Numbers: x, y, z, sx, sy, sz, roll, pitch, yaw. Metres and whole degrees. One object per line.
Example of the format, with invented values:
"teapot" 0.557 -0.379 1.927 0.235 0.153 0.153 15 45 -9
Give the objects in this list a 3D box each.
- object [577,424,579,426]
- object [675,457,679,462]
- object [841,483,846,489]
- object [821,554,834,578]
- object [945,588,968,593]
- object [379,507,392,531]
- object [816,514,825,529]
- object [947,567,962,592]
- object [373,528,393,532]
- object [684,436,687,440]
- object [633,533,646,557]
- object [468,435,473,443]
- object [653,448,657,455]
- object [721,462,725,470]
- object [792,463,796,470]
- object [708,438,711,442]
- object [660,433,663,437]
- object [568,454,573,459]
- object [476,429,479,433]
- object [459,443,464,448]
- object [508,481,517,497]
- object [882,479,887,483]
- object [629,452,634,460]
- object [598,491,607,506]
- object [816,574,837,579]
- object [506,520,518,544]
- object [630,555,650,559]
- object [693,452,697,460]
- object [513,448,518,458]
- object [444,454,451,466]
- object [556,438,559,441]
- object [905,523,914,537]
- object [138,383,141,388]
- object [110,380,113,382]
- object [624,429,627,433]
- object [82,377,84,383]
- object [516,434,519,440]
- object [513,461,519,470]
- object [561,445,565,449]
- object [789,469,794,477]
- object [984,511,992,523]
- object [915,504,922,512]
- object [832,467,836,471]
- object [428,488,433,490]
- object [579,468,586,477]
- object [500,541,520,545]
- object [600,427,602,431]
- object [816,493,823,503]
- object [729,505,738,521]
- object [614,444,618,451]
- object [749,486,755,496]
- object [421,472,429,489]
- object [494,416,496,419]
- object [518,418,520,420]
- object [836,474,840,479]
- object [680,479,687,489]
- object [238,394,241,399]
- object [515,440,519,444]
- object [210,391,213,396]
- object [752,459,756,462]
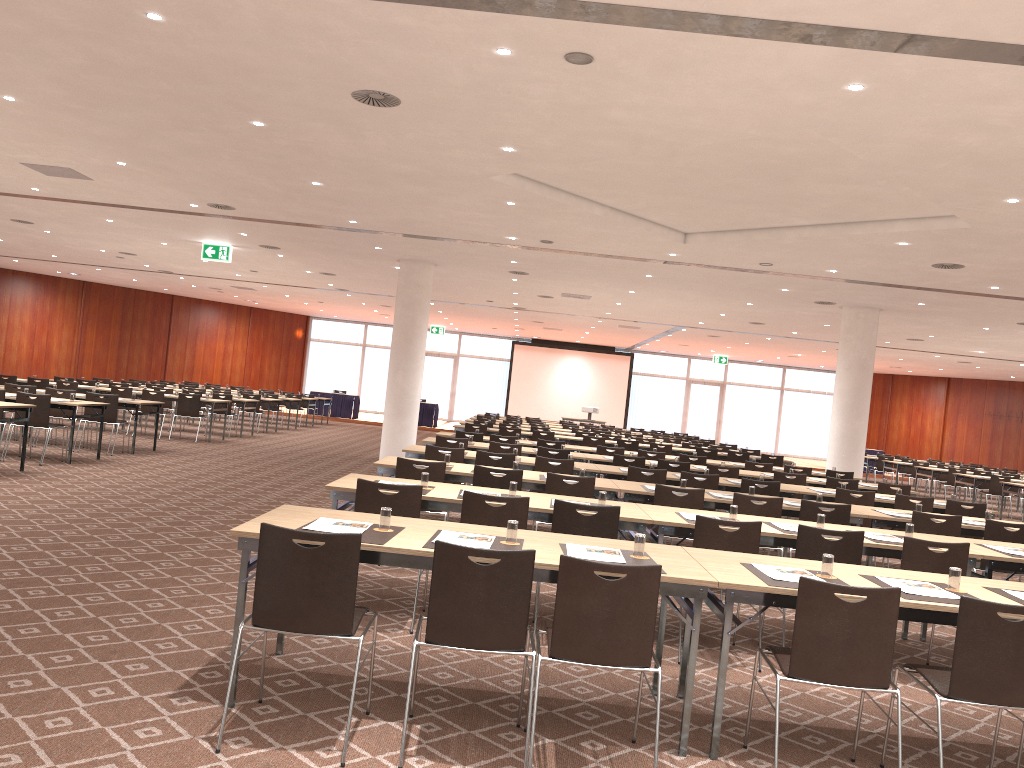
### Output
"object" 1.784 1.153 24.005 0.054 0.114 0.054 6 0 34
"object" 2.326 1.085 12.501 0.054 0.114 0.054 6 0 34
"object" 3.922 1.229 10.492 0.054 0.114 0.054 6 0 -33
"object" 1.600 0.922 4.498 0.054 0.114 0.054 6 0 -33
"object" 2.256 1.048 4.502 0.102 0.001 0.102 6 -1 -33
"object" -0.646 0.687 4.520 0.054 0.114 0.054 6 0 -33
"object" 2.267 1.013 6.511 0.054 0.114 0.054 6 0 -11
"object" 2.243 0.989 4.495 0.054 0.114 0.054 6 0 -33
"object" -0.655 0.744 4.517 0.102 0.001 0.102 6 -1 -33
"object" 4.687 1.456 23.972 0.054 0.114 0.054 6 0 34
"object" 0.650 0.823 4.523 0.054 0.114 0.054 6 0 -33
"object" -0.583 0.781 12.535 0.054 0.114 0.054 6 0 34
"object" 2.334 1.107 14.499 0.054 0.114 0.054 6 0 -11
"object" 2.972 1.152 12.492 0.054 0.114 0.054 6 0 34
"object" 4.604 1.344 14.488 0.054 0.114 0.054 6 0 34
"object" 5.335 1.524 23.971 0.054 0.114 0.054 6 0 -33
"object" 4.047 1.389 23.984 0.054 0.114 0.054 6 0 34
"object" 0.688 0.892 10.513 0.054 0.114 0.054 6 0 -33
"object" -0.569 0.804 14.521 0.054 0.114 0.054 6 0 -11
"object" -0.602 0.757 10.534 0.054 0.114 0.054 6 0 -11
"object" 0.007 0.777 6.529 0.054 0.114 0.054 6 0 12
"object" 5.236 1.388 12.468 0.054 0.114 0.054 6 0 34
"object" 1.684 1.018 12.512 0.054 0.114 0.054 6 0 34
"object" 0.663 0.846 6.509 0.054 0.114 0.054 6 0 34
"object" 1.598 0.979 4.508 0.102 0.001 0.102 6 -1 -33
"object" 0.000 0.755 4.529 0.054 0.114 0.054 6 0 34
"object" 0.650 0.880 4.509 0.102 0.001 0.102 6 -1 -33
"object" 2.987 1.175 14.489 0.054 0.114 0.054 6 0 -11
"object" 0.039 0.824 10.527 0.054 0.114 0.054 6 0 -11
"object" -0.623 0.733 8.536 0.054 0.114 0.054 6 0 34
"object" 0.739 0.941 14.522 0.054 0.114 0.054 6 0 34
"object" 2.913 1.081 6.501 0.054 0.114 0.054 6 0 -11
"object" -8.433 0.043 20.102 0.054 0.114 0.054 6 0 34
"object" -9.080 -0.024 20.110 0.054 0.114 0.054 6 0 34
"object" 3.071 1.287 23.993 0.054 0.114 0.054 6 0 34
"object" -9.736 -0.093 20.113 0.054 0.114 0.054 6 0 34
"object" 0.089 0.873 14.520 0.054 0.114 0.054 6 0 12
"object" 0.034 0.802 8.523 0.054 0.114 0.054 6 0 -33
"object" 0.718 0.917 12.508 0.054 0.114 0.054 6 0 12
"object" 3.935 1.253 12.485 0.054 0.114 0.054 6 0 -33
"object" 4.553 1.274 8.480 0.054 0.114 0.054 6 0 -33
"object" 3.893 1.205 8.491 0.054 0.114 0.054 6 0 12
"object" 5.255 1.412 14.477 0.054 0.114 0.054 6 0 -11
"object" -0.629 0.769 6.522 0.102 0.001 0.102 6 -1 -11
"object" 0.674 0.869 8.514 0.054 0.114 0.054 6 0 -33
"object" -0.010 0.811 4.523 0.102 0.001 0.102 6 -1 -33
"object" 2.417 1.219 24.003 0.054 0.114 0.054 6 0 34
"object" 2.941 1.105 8.486 0.054 0.114 0.054 6 0 34
"object" 1.622 0.946 6.498 0.054 0.114 0.054 6 0 -11
"object" 1.699 1.041 14.509 0.054 0.114 0.054 6 0 -11
"object" 2.297 1.038 8.497 0.054 0.114 0.054 6 0 34
"object" -0.642 0.709 6.520 0.054 0.114 0.054 6 0 -11
"object" -0.469 0.918 24.022 0.054 0.114 0.054 6 0 -33
"object" 0.177 0.985 24.015 0.054 0.114 0.054 6 0 34
"object" 4.585 1.320 12.473 0.054 0.114 0.054 6 0 -33
"object" 1.641 0.970 8.497 0.054 0.114 0.054 6 0 34
"object" -6.170 0.279 20.071 0.054 0.114 0.054 6 0 -33
"object" 0.066 0.849 12.525 0.054 0.114 0.054 6 0 12
"object" -6.819 0.212 20.092 0.054 0.114 0.054 6 0 -33
"object" 3.952 1.276 14.486 0.054 0.114 0.054 6 0 12
